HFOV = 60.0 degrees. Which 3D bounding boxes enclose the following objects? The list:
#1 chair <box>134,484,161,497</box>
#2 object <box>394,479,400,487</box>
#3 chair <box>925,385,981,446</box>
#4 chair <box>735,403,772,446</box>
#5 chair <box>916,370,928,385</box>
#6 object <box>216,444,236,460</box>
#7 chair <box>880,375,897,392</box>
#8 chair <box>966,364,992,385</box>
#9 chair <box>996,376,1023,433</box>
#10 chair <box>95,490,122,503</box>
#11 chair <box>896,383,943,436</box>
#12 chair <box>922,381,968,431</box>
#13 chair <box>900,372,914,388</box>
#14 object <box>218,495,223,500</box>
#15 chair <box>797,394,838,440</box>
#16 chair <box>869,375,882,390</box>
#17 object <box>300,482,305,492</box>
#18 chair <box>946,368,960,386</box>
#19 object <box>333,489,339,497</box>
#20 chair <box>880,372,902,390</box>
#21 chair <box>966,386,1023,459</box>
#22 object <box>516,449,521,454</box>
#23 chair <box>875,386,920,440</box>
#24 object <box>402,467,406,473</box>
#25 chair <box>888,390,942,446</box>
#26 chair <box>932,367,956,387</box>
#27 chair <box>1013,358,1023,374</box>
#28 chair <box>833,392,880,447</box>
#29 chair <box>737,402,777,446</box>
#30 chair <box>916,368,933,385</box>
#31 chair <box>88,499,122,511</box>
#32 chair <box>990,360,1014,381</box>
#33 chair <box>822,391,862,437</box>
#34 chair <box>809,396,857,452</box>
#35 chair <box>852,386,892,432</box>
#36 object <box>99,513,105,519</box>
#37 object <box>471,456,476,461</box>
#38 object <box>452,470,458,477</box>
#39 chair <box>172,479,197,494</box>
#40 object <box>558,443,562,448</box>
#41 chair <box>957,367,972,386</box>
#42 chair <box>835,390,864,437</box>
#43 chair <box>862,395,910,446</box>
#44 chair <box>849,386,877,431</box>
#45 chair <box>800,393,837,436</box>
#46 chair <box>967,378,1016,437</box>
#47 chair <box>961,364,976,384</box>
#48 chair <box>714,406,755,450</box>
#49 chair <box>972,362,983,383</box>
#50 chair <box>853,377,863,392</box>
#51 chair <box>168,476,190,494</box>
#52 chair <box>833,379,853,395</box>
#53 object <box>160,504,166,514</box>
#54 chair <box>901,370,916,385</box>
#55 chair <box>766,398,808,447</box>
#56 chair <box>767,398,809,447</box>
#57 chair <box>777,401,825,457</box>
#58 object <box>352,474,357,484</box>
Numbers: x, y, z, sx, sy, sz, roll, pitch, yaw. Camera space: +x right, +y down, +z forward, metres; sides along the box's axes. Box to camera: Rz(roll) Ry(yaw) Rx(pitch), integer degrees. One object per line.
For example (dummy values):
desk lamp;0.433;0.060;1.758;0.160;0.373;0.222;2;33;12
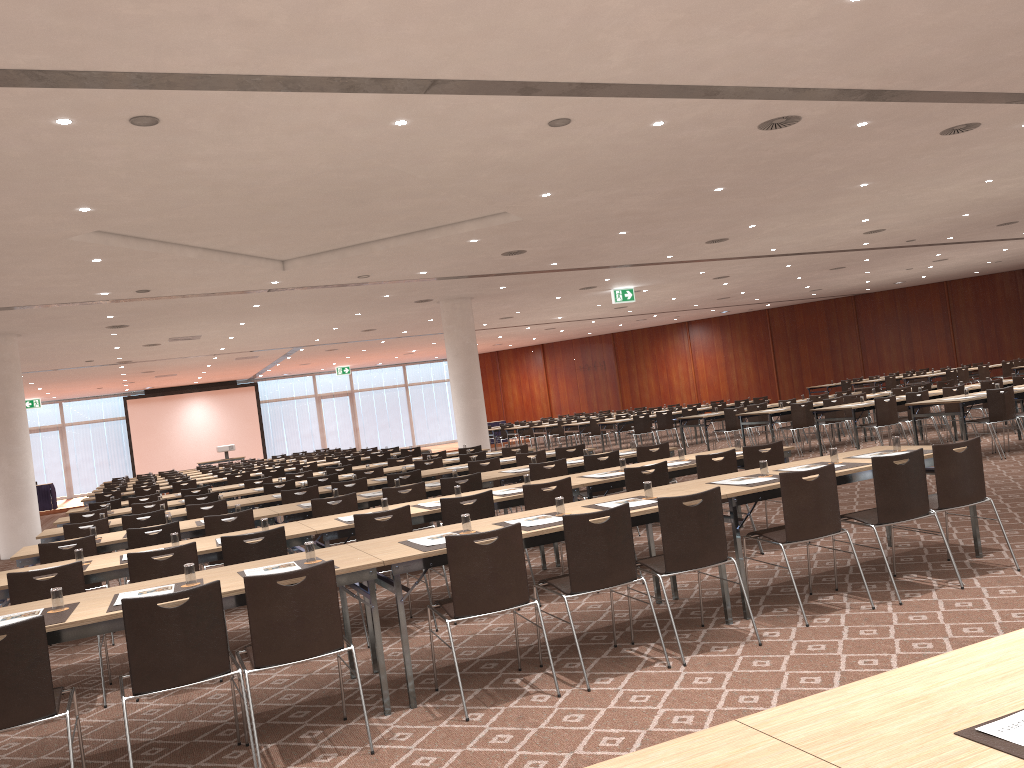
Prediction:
chair;-6.830;2.383;16.732;0.535;0.939;0.614;-7;-1;-22
object;-1.214;1.064;9.398;0.054;0.114;0.054;-8;-1;11
chair;7.115;0.507;14.409;0.535;0.939;0.614;-7;-1;-20
chair;4.858;0.876;17.868;0.535;0.939;0.614;-7;-1;-25
chair;12.487;0.076;27.219;0.535;0.939;0.614;-7;-1;-23
object;-9.786;2.333;30.372;0.575;0.472;0.615;-7;-1;-23
chair;11.323;0.218;26.723;0.535;0.939;0.614;-7;-1;-24
chair;13.355;-0.079;25.284;0.535;0.939;0.614;-7;-1;-23
chair;8.604;0.325;15.044;0.535;0.939;0.614;-7;-1;-21
chair;-7.423;2.454;16.434;0.535;0.939;0.614;-7;-1;-21
chair;7.735;0.480;16.970;0.535;0.939;0.614;-7;-1;-24
chair;8.318;0.408;17.172;0.535;0.939;0.614;-7;-1;-23
chair;11.913;0.143;26.840;0.535;0.939;0.614;-7;-1;-25
object;-3.478;1.386;10.605;0.054;0.114;0.054;-8;-1;33
chair;6.320;0.699;18.537;0.535;0.939;0.614;-7;-1;-24
chair;11.734;0.211;28.934;0.535;0.939;0.614;-7;-1;-25
object;-2.588;1.278;10.990;0.054;0.114;0.054;-7;-1;-34
chair;12.146;0.067;24.691;0.535;0.939;0.614;-7;-1;-25
object;-1.814;1.137;9.136;0.054;0.114;0.054;-8;-1;11
chair;12.627;0.105;29.448;0.535;0.939;0.614;-7;-1;-20
chair;6.634;0.522;12.161;0.535;0.939;0.614;-7;-1;-21
object;0.092;0.951;12.120;0.054;0.114;0.054;-8;-1;33
chair;7.183;0.545;16.608;0.535;0.939;0.614;-7;-1;-26
object;-1.395;1.132;11.488;0.054;0.114;0.054;-8;-1;11
chair;6.429;0.593;14.244;0.535;0.939;0.614;-7;-1;-20
chair;13.439;-0.040;27.624;0.535;0.939;0.614;-7;-1;-21
chair;14.777;-0.250;26.024;0.535;0.939;0.614;-7;-1;-23
chair;6.308;0.654;16.362;0.535;0.939;0.614;-7;-1;-26
chair;4.919;0.869;17.894;0.535;0.939;0.614;-7;-1;-26
chair;13.864;-0.046;29.975;0.535;0.939;0.614;-7;-1;-22
chair;-6.017;2.202;13.235;0.535;0.939;0.614;-7;-1;-24
chair;14.192;-0.183;25.562;0.535;0.939;0.614;-7;-1;-21
chair;6.949;0.621;18.759;0.535;0.939;0.614;-7;-1;-25
chair;5.740;0.721;15.994;0.535;0.939;0.614;-7;-1;-20
chair;7.638;0.535;18.972;0.535;0.939;0.614;-7;-1;-25
object;-4.667;1.532;10.108;0.054;0.114;0.054;-7;-1;-34
object;-0.511;1.025;11.879;0.054;0.114;0.054;-8;-1;33
object;-0.620;0.991;9.646;0.054;0.114;0.054;-8;-1;11
chair;-6.204;2.305;16.915;0.535;0.939;0.614;-7;-1;-23
object;0.674;0.880;12.380;0.054;0.114;0.054;-7;-1;-34
chair;12.696;0.004;25.138;0.535;0.939;0.614;-7;-1;-23
chair;6.951;0.621;18.759;0.535;0.939;0.614;-7;-1;-22
chair;5.795;0.669;13.927;0.535;0.939;0.614;-7;-1;-22
chair;7.579;0.543;18.947;0.535;0.939;0.614;-7;-1;-21
chair;6.401;0.689;18.571;0.535;0.939;0.614;-7;-1;-20
chair;7.980;0.403;14.858;0.535;0.939;0.614;-7;-1;-22
chair;14.099;-0.125;27.692;0.535;0.939;0.614;-7;-1;-26
chair;4.387;0.932;17.587;0.535;0.939;0.614;-7;-1;-23
chair;14.631;-0.189;27.998;0.535;0.939;0.614;-7;-1;-20
chair;11.166;0.283;28.826;0.535;0.939;0.614;-7;-1;-25
chair;-7.012;2.451;18.825;0.535;0.939;0.614;-7;-1;-22
chair;10.635;0.343;28.387;0.535;0.939;0.614;-7;-1;-23
object;-4.078;1.460;10.359;0.054;0.114;0.054;-7;-1;-34
chair;13.211;0.031;29.563;0.535;0.939;0.614;-7;-1;-25
chair;5.557;0.789;18.085;0.535;0.939;0.614;-7;-1;-23
chair;5.573;0.787;18.092;0.535;0.939;0.614;-7;-1;-25
chair;5.093;0.801;15.798;0.535;0.939;0.614;-7;-1;-20
object;-1.995;1.205;11.235;0.054;0.114;0.054;-7;-1;-34
